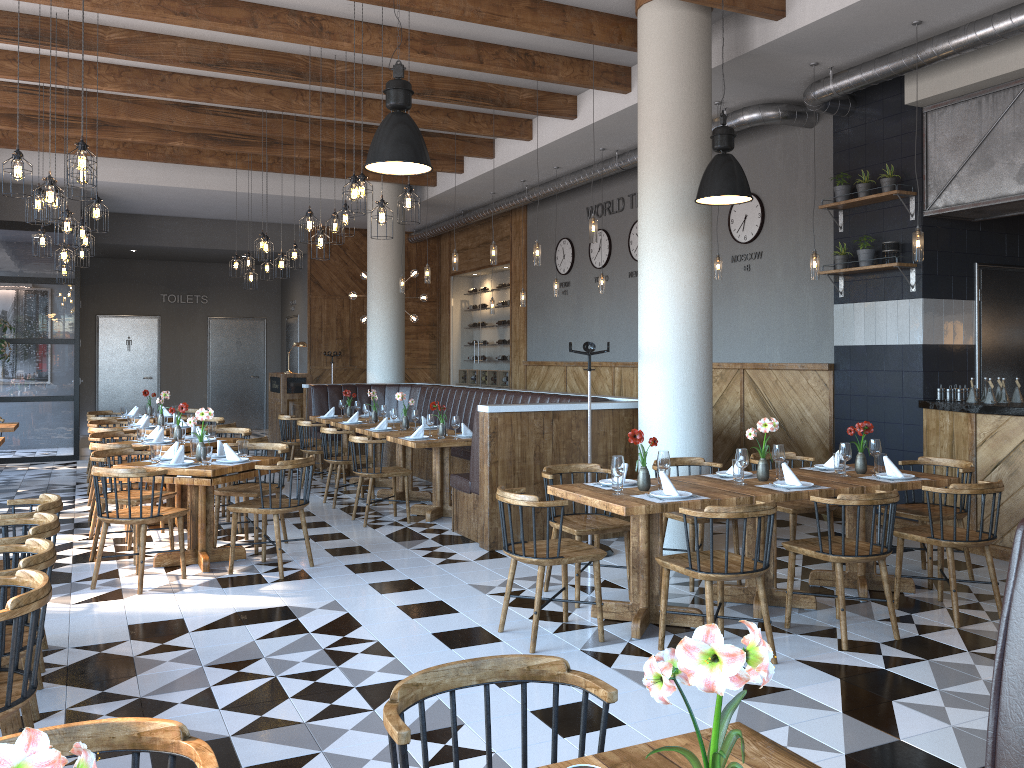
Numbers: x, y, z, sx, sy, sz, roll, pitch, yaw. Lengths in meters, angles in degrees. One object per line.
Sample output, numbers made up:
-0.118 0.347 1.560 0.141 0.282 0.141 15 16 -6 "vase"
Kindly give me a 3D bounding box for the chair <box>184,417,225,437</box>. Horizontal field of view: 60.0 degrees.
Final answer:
-3.708 0.815 10.505 0.519 0.817 0.549 0 0 19 "chair"

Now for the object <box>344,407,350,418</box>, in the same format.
-2.129 0.366 11.419 0.080 0.132 0.080 0 0 -41 "object"

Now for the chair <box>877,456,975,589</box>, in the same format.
2.898 0.942 6.167 0.549 0.817 0.519 0 0 -26 "chair"

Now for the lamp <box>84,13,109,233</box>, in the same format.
-3.492 -2.314 7.461 0.175 2.072 0.175 1 -1 -40 "lamp"

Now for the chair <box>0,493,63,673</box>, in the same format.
-2.547 0.994 4.414 0.549 0.817 0.519 0 0 -26 "chair"

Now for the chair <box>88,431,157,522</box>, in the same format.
-3.717 0.876 8.434 0.549 0.817 0.519 0 0 19 "chair"

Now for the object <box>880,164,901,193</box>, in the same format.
3.355 -1.822 7.895 0.173 0.268 0.189 0 0 -8 "object"

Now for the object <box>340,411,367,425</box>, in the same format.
-1.876 0.393 10.434 0.272 0.137 0.352 -1 1 -26 "object"

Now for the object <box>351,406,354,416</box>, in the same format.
-2.118 0.359 11.686 0.080 0.132 0.080 0 0 -26 "object"

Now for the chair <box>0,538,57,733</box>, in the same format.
-1.988 1.028 3.262 0.549 0.817 0.519 0 0 -26 "chair"

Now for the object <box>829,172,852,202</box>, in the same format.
3.118 -1.853 8.384 0.172 0.301 0.235 0 0 -37 "object"

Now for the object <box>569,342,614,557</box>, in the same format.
0.610 0.498 6.963 0.374 1.659 0.374 -1 -1 42 "object"

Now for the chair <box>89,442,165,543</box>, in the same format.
-3.319 0.900 7.614 0.519 0.817 0.549 0 0 19 "chair"

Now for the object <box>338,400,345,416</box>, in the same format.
-2.245 0.317 11.672 0.081 0.215 0.081 0 -1 -34 "object"

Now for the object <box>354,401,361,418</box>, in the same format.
-1.989 0.325 11.397 0.081 0.215 0.081 0 0 5 "object"

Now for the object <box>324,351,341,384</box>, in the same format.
-3.405 0.209 16.789 0.374 1.659 0.374 0 -1 -3 "object"

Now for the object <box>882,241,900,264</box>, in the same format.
3.367 -1.157 7.875 0.143 0.201 0.142 0 0 -35 "object"

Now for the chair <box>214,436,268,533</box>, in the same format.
-2.498 0.888 8.012 0.549 0.817 0.519 0 0 19 "chair"

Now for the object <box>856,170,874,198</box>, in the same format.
3.237 -1.829 8.139 0.173 0.268 0.189 0 0 -8 "object"

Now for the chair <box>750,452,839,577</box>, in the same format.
2.040 0.933 6.488 0.519 0.817 0.549 0 0 -26 "chair"

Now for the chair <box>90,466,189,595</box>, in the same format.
-2.533 0.947 5.995 0.519 0.817 0.549 0 0 19 "chair"

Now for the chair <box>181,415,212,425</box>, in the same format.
-4.136 0.789 11.386 0.549 0.817 0.519 0 0 19 "chair"

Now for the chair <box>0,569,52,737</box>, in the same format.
-1.736 1.043 2.744 0.549 0.817 0.519 0 0 -26 "chair"

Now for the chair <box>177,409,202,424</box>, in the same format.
-4.552 0.764 12.222 0.519 0.817 0.549 0 0 19 "chair"

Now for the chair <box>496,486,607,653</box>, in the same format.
0.193 0.981 4.868 0.549 0.817 0.519 0 0 -26 "chair"

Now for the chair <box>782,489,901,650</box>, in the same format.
1.840 0.979 4.914 0.519 0.817 0.549 0 0 -26 "chair"

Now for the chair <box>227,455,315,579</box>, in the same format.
-1.713 0.936 6.393 0.549 0.817 0.519 0 0 19 "chair"

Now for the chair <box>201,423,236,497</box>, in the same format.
-3.311 0.839 9.685 0.549 0.817 0.519 0 0 19 "chair"

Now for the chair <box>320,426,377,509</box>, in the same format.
-1.725 0.851 9.276 0.549 0.817 0.519 0 0 -26 "chair"

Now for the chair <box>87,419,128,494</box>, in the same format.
-4.529 0.826 10.107 0.549 0.817 0.519 0 0 19 "chair"

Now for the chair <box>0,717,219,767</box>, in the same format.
-0.762 1.080 1.486 0.519 0.817 0.549 0 0 -26 "chair"

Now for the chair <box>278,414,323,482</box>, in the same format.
-2.688 0.792 11.259 0.549 0.817 0.519 0 0 -26 "chair"

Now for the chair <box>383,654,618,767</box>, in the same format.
0.011 1.069 1.861 0.519 0.817 0.549 0 0 -26 "chair"

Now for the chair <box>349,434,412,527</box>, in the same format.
-1.244 0.880 8.284 0.549 0.817 0.519 0 0 -26 "chair"

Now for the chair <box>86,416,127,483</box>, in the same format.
-4.957 0.800 10.988 0.519 0.817 0.549 0 0 19 "chair"

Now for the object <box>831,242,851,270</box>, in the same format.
3.116 -1.207 8.379 0.173 0.268 0.189 0 0 -8 "object"

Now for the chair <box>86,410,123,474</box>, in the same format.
-5.354 0.776 11.808 0.549 0.817 0.519 0 0 19 "chair"

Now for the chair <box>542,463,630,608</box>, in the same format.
0.479 0.955 5.731 0.519 0.817 0.549 0 0 -26 "chair"

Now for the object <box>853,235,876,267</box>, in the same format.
3.238 -1.217 8.129 0.172 0.301 0.235 0 0 -37 "object"

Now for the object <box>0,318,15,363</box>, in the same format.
-7.683 -0.114 11.875 1.634 2.593 1.379 0 0 -42 "object"

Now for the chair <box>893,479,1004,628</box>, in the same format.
2.620 0.968 5.293 0.519 0.817 0.549 0 0 -26 "chair"

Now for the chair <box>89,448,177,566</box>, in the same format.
-2.931 0.923 6.815 0.549 0.817 0.519 0 0 19 "chair"

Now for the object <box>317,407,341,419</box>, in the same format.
-2.356 0.364 11.423 0.272 0.137 0.352 -1 1 -26 "object"

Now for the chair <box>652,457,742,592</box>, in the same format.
1.259 0.944 6.109 0.519 0.817 0.549 0 0 -26 "chair"

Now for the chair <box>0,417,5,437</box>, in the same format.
-6.370 0.812 10.585 0.519 0.817 0.549 0 0 -26 "chair"

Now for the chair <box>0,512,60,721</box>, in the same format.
-2.272 1.011 3.847 0.549 0.817 0.519 0 0 -26 "chair"

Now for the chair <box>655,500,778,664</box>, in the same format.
1.059 0.990 4.535 0.519 0.817 0.549 0 0 -26 "chair"

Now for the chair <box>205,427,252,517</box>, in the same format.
-2.896 0.864 8.832 0.519 0.817 0.549 0 0 19 "chair"

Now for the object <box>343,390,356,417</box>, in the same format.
-2.125 0.251 11.548 0.156 0.355 0.171 0 0 -33 "object"

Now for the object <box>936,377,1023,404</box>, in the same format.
3.893 0.047 7.426 0.421 0.203 0.598 -1 2 -26 "object"

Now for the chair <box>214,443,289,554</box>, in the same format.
-2.110 0.912 7.213 0.519 0.817 0.549 0 0 19 "chair"

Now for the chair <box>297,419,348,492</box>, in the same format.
-2.207 0.822 10.267 0.549 0.817 0.519 0 0 -26 "chair"

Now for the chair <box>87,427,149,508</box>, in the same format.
-4.131 0.850 9.287 0.519 0.817 0.549 0 0 19 "chair"

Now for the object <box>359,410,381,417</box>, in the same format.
-1.879 0.357 11.644 0.272 0.137 0.352 -1 1 -26 "object"
